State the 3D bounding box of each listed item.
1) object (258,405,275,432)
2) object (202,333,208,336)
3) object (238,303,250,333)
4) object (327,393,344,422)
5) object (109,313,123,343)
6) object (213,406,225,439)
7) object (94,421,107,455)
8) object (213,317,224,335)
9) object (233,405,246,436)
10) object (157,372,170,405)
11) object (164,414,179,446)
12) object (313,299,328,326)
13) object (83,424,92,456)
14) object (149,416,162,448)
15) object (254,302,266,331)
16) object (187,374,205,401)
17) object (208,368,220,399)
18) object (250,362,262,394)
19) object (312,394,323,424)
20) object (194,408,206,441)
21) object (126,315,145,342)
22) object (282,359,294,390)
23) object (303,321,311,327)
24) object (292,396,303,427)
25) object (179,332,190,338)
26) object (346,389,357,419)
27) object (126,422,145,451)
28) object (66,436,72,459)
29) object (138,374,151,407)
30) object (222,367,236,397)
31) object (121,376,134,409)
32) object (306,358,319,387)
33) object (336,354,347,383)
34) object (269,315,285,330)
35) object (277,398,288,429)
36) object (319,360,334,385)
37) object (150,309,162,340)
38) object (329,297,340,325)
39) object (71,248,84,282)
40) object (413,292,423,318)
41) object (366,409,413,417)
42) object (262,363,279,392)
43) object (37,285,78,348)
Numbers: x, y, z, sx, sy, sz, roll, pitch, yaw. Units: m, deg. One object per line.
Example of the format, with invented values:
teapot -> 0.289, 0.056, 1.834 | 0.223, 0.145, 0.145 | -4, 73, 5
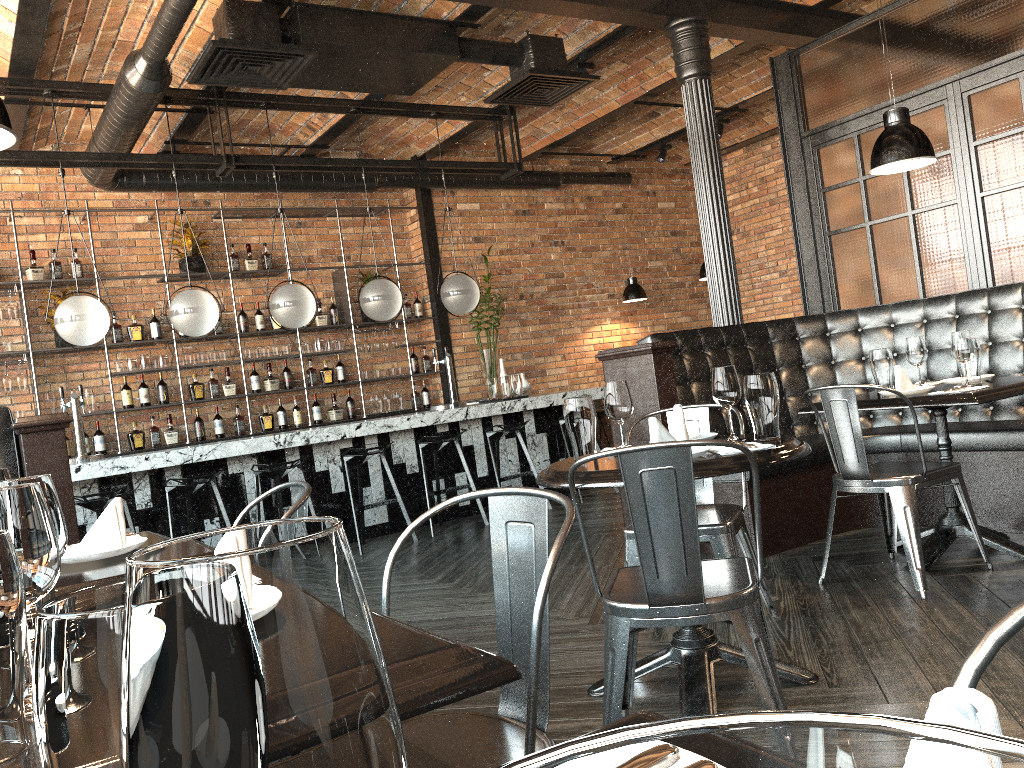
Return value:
object -> -2.322, 0.325, 8.389 | 0.151, 0.248, 0.094 | -8, 0, -24
object -> -2.860, -0.561, 8.109 | 0.123, 0.279, 0.123 | -8, 0, -44
object -> -2.531, -0.617, 8.342 | 0.086, 0.299, 0.086 | -8, 0, 16
object -> -1.745, 0.230, 8.747 | 0.123, 0.279, 0.123 | -8, 0, -44
object -> -3.459, -0.481, 7.739 | 0.083, 0.282, 0.083 | -8, 0, 43
object -> -2.700, 0.350, 8.158 | 0.086, 0.298, 0.086 | -8, 0, 16
object -> -3.543, 0.465, 7.615 | 0.086, 0.298, 0.086 | -8, 0, 16
object -> -2.733, -0.580, 8.207 | 0.083, 0.282, 0.083 | -8, 0, -32
object -> -2.543, 0.336, 8.250 | 0.083, 0.282, 0.083 | -8, 0, 43
object -> -3.119, 0.040, 7.914 | 0.086, 0.297, 0.086 | -8, 0, 16
object -> -3.043, 0.407, 7.911 | 0.123, 0.279, 0.123 | -8, 0, -19
object -> -1.889, -0.693, 8.734 | 0.123, 0.279, 0.123 | -8, 0, -24
object -> -3.655, 0.480, 7.571 | 0.086, 0.298, 0.086 | -8, 0, 16
object -> -3.166, 0.422, 7.848 | 0.083, 0.282, 0.083 | -8, 0, -32
object -> -2.408, -0.633, 8.454 | 0.086, 0.298, 0.086 | -8, 0, 16
object -> -2.873, 0.033, 8.066 | 0.151, 0.248, 0.094 | -8, 0, -44
object -> -2.746, -0.003, 8.149 | 0.083, 0.282, 0.083 | -8, 0, -32
object -> -2.424, -0.055, 8.367 | 0.086, 0.298, 0.086 | -8, 0, 16
object -> -1.909, 0.242, 8.667 | 0.086, 0.298, 0.086 | -8, 0, 16
object -> -2.834, 0.368, 8.033 | 0.086, 0.297, 0.086 | -8, 0, 1
object -> -3.322, -0.482, 7.825 | 0.151, 0.248, 0.094 | -8, 0, -29
object -> -2.163, -0.091, 8.530 | 0.086, 0.299, 0.086 | -8, 0, 16
object -> -2.024, -0.685, 8.671 | 0.086, 0.299, 0.086 | -8, 0, 16
object -> -2.075, 0.266, 8.551 | 0.080, 0.299, 0.080 | -8, 0, -30
object -> -2.991, -0.553, 8.051 | 0.086, 0.298, 0.086 | -8, 0, 16
object -> -1.614, 0.201, 8.852 | 0.086, 0.299, 0.086 | -8, 0, 16
object -> -3.292, 0.457, 7.765 | 0.151, 0.248, 0.094 | -8, 0, -44
object -> -3.773, 0.497, 7.465 | 0.086, 0.299, 0.086 | -8, 0, 16
object -> -3.261, 0.059, 7.856 | 0.086, 0.298, 0.086 | -8, 0, 16
object -> -2.623, -0.017, 8.212 | 0.123, 0.279, 0.123 | -8, 0, -19
object -> -3.369, 0.075, 7.756 | 0.086, 0.299, 0.086 | -8, 0, 16
object -> -1.957, -0.110, 8.658 | 0.083, 0.282, 0.083 | -8, 0, 43
object -> -1.709, -0.151, 8.834 | 0.086, 0.298, 0.086 | -8, 0, 16
object -> -2.254, -0.628, 8.513 | 0.151, 0.248, 0.094 | -8, 0, -4
object -> -2.204, 0.283, 8.484 | 0.086, 0.298, 0.086 | -8, 0, 16
object -> -1.827, -0.110, 8.739 | 0.151, 0.248, 0.094 | -8, 0, -24
object -> -3.190, -0.525, 7.930 | 0.086, 0.298, 0.086 | -8, 0, 16
object -> -1.774, -0.720, 8.829 | 0.086, 0.297, 0.086 | -8, 0, 16
object -> -3.735, -1.022, 7.611 | 0.083, 0.282, 0.083 | -8, 0, -17
object -> -0.995, -0.827, 9.359 | 0.086, 0.298, 0.086 | -8, 0, 21
object -> -1.244, 0.293, 9.009 | 0.437, 0.019, 0.273 | -8, 0, -33
object -> -2.294, -0.062, 8.425 | 0.123, 0.279, 0.123 | -8, 0, -44
object -> -3.780, -0.559, 7.510 | 0.430, 0.526, 0.425 | -8, 0, -20
